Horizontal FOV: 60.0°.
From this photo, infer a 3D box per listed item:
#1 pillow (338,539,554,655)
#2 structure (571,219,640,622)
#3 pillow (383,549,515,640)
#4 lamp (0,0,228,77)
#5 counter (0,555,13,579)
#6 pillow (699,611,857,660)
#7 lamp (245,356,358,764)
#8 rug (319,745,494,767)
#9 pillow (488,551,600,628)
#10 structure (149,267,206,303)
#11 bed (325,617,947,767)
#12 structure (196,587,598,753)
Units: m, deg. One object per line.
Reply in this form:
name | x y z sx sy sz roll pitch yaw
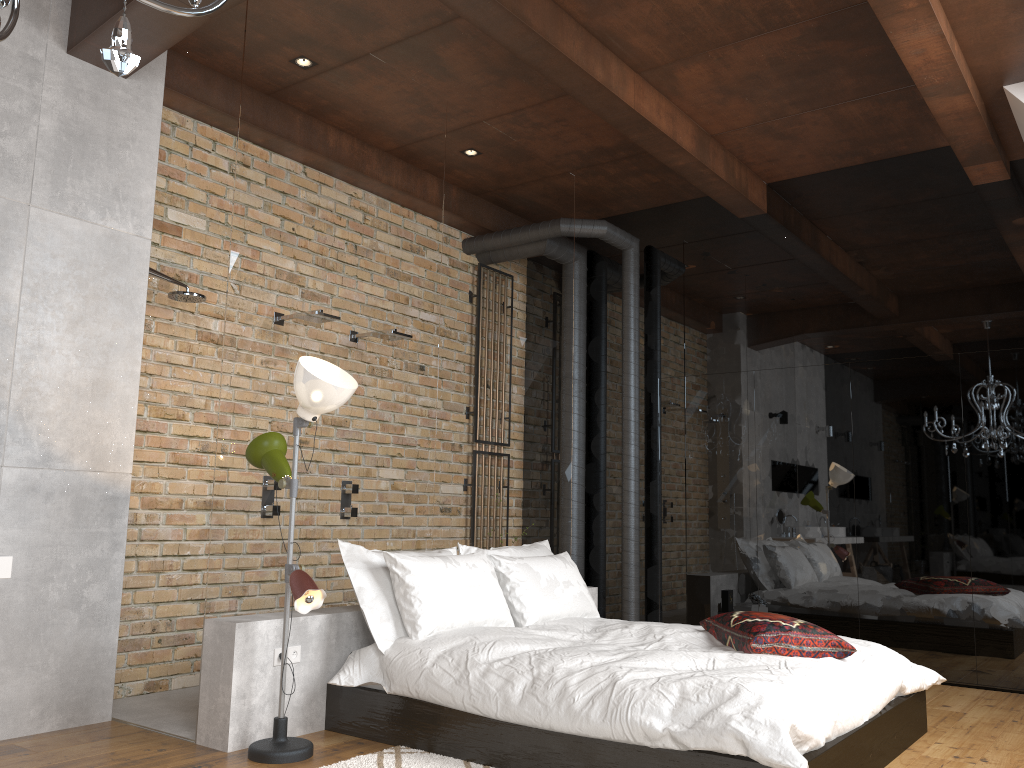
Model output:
pillow | -0.181 1.057 4.589 0.358 0.517 1.746 -5 -10 35
structure | 0.291 0.373 6.691 1.189 3.140 0.829 -5 -11 36
pillow | -0.287 0.984 4.168 0.276 0.397 0.744 -5 -11 36
lamp | -1.056 -1.455 1.439 1.409 1.594 1.409 6 -10 -31
counter | -2.626 0.880 2.475 0.630 0.765 2.011 -5 -11 36
pillow | 1.159 1.109 3.947 0.453 0.157 0.748 2 -9 -4
lamp | -0.909 0.671 3.605 0.561 1.582 0.270 -4 -10 33
rug | -0.691 1.203 1.852 1.726 0.019 3.139 -5 -11 36
pillow | 0.180 1.111 4.797 0.291 0.385 0.748 -5 -11 36
structure | -1.796 0.333 4.455 0.217 2.005 0.457 -4 -10 32
bed | 0.671 1.354 4.102 2.169 0.442 2.300 -5 -11 36
structure | -0.362 1.396 4.702 0.206 0.494 2.820 -5 -11 36
